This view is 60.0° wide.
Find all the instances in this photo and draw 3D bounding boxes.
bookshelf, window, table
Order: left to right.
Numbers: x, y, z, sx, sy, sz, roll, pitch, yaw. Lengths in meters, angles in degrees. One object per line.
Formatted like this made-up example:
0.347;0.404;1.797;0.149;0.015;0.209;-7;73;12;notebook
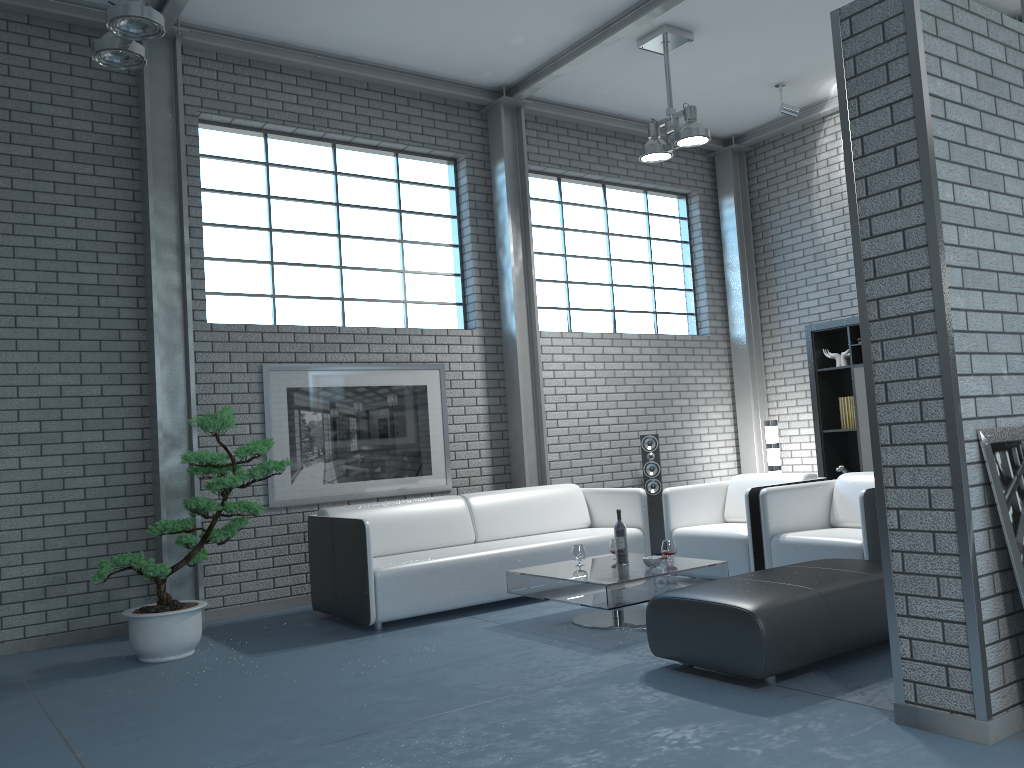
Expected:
-1.355;-1.157;6.929;2.200;1.500;0.100;-1;-5;-35;window
0.936;-1.198;8.538;2.200;1.500;0.100;-1;-5;-35;window
0.598;1.194;5.078;0.900;0.300;0.900;-1;-5;-35;table
3.380;0.340;7.169;0.419;1.920;1.930;-1;-5;-35;bookshelf

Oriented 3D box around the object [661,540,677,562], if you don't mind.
0.912;0.968;5.150;0.089;0.120;0.089;-5;-4;21;object

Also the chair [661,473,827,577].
1.650;0.973;6.165;0.919;0.661;0.767;-1;-5;-37;chair

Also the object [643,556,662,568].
0.783;0.993;4.929;0.108;0.056;0.108;-1;-5;-39;object

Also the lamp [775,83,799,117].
2.382;-2.456;7.692;0.166;0.311;0.137;-3;-4;-10;lamp

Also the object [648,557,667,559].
0.810;0.979;4.899;0.024;0.052;0.128;0;-5;-42;object

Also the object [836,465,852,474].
2.974;0.813;7.718;0.285;0.229;0.095;-5;-4;10;object

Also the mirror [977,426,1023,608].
1.873;0.623;2.993;0.674;0.978;0.165;-1;-5;-35;mirror

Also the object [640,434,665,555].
1.250;0.968;7.810;0.159;1.045;0.254;-5;-4;10;object

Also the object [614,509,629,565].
0.633;0.889;5.170;0.079;0.316;0.079;-4;-4;-2;object

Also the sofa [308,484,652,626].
-0.181;1.092;6.103;2.238;0.661;0.919;-1;-5;-35;sofa

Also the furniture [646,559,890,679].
1.308;1.025;4.074;1.291;0.301;0.685;-1;-5;-35;furniture

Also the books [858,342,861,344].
3.061;-0.355;7.520;0.135;0.015;0.190;0;-5;-41;books

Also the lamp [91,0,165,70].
-1.936;-2.112;4.427;0.300;0.872;0.639;-1;-5;-35;lamp

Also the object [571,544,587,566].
0.394;1.007;5.218;0.089;0.120;0.089;-5;-4;21;object

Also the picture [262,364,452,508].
-1.123;0.354;6.658;1.490;1.015;0.020;-1;-5;-35;picture

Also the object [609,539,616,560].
0.636;1.003;5.391;0.089;0.120;0.089;-5;-4;21;object

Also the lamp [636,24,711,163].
1.173;-2.168;6.610;0.300;0.872;0.639;-1;-5;-35;lamp

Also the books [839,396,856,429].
2.977;0.246;7.690;0.195;0.275;0.167;-1;-5;-35;books

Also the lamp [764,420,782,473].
2.366;0.875;7.955;0.140;1.100;0.098;-5;-4;17;lamp

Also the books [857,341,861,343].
3.057;-0.369;7.529;0.135;0.015;0.190;-1;-5;-31;books

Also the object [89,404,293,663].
-1.756;0.808;4.910;1.032;1.362;0.586;-5;-4;14;object

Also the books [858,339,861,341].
3.054;-0.383;7.539;0.190;0.015;0.135;-7;-5;34;books

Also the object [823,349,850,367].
2.884;-0.237;7.773;0.106;0.180;0.308;0;-6;-45;object

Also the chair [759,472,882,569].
2.131;0.888;5.412;0.919;0.661;0.767;-1;-5;-33;chair
